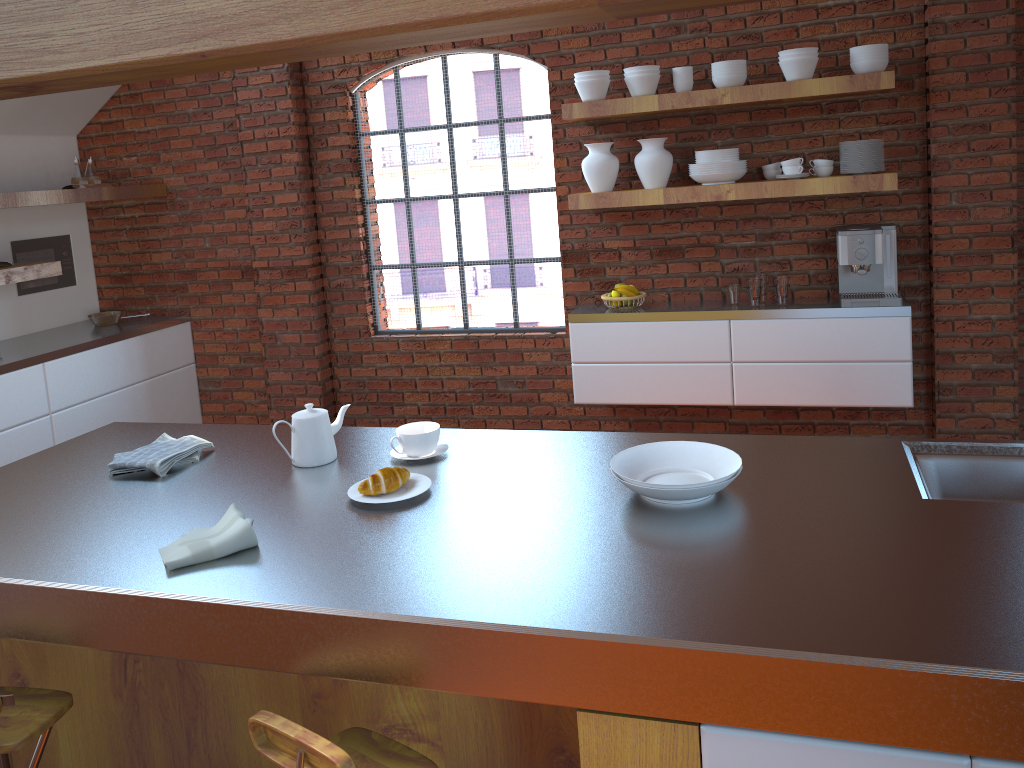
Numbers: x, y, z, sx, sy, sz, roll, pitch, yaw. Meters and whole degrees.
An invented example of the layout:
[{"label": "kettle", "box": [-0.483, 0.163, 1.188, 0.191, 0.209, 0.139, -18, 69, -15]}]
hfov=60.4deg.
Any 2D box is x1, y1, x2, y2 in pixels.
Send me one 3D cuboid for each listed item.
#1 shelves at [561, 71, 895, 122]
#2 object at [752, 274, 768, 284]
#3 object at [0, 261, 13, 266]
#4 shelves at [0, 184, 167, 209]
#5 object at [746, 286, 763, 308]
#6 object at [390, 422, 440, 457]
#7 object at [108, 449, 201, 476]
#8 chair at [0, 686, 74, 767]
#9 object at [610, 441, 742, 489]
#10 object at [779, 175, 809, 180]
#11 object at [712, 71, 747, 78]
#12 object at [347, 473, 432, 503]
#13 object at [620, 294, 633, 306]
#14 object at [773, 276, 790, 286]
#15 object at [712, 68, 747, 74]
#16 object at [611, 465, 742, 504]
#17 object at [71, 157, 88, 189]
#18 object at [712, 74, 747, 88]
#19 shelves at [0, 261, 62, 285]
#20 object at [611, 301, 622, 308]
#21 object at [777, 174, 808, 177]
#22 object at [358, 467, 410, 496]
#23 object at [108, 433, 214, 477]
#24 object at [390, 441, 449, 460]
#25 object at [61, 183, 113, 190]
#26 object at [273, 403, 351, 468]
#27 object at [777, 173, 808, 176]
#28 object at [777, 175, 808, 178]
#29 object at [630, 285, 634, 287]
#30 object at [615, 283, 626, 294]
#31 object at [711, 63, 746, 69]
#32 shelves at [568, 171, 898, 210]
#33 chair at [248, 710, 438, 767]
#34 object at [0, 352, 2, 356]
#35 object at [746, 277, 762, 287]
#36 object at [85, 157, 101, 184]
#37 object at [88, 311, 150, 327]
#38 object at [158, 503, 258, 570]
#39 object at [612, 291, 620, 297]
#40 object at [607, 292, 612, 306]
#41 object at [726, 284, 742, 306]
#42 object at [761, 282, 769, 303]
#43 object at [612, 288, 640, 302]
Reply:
[{"label": "shelves", "box": [1.030, -1.402, 4.321, 1.534, 0.075, 0.344, 0, 14, 18]}, {"label": "object", "box": [1.250, -0.496, 4.419, 0.079, 0.102, 0.078, -13, 12, -41]}, {"label": "object", "box": [-2.808, -0.631, 4.664, 0.223, 0.032, 0.199, 3, 15, 28]}, {"label": "shelves", "box": [-2.814, -0.987, 4.771, 0.654, 0.075, 2.020, 0, 14, 18]}, {"label": "object", "box": [1.193, -0.429, 4.320, 0.079, 0.102, 0.078, -13, 12, -41]}, {"label": "object", "box": [-0.249, 0.150, 2.312, 0.124, 0.068, 0.118, -4, 12, 3]}, {"label": "object", "box": [-0.988, 0.205, 2.444, 0.232, 0.026, 0.167, -8, 14, -16]}, {"label": "chair", "box": [-1.034, 0.896, 1.830, 0.338, 0.739, 0.344, -3, 8, 14]}, {"label": "object", "box": [0.358, 0.195, 1.922, 0.282, 0.054, 0.287, -7, 14, -9]}, {"label": "object", "box": [1.343, -0.985, 4.209, 0.155, 0.012, 0.156, -9, 14, -20]}, {"label": "object", "box": [1.056, -1.479, 4.273, 0.165, 0.060, 0.169, -2, 13, 13]}, {"label": "object", "box": [-0.283, 0.246, 2.047, 0.195, 0.013, 0.198, 7, 17, 38]}, {"label": "object", "box": [0.597, -0.441, 4.581, 0.078, 0.064, 0.076, -13, 14, -37]}, {"label": "object", "box": [1.318, -0.472, 4.296, 0.078, 0.102, 0.079, 1, 11, 30]}, {"label": "object", "box": [1.055, -1.492, 4.272, 0.165, 0.060, 0.169, -2, 13, 13]}, {"label": "object", "box": [0.359, 0.205, 1.923, 0.282, 0.054, 0.287, -7, 14, -9]}, {"label": "object", "box": [-2.595, -1.263, 5.264, 0.093, 0.188, 0.094, 0, 9, 31]}, {"label": "object", "box": [1.058, -1.462, 4.275, 0.165, 0.060, 0.169, -2, 13, 13]}, {"label": "shelves", "box": [-2.925, -0.498, 4.387, 0.654, 0.075, 1.089, 0, 14, 18]}, {"label": "object", "box": [0.542, -0.417, 4.563, 0.046, 0.045, 0.056, -12, 13, -37]}, {"label": "object", "box": [1.342, -0.994, 4.208, 0.155, 0.012, 0.156, -9, 14, -20]}, {"label": "object", "box": [-0.294, 0.222, 2.052, 0.062, 0.050, 0.140, 4, 15, 37]}, {"label": "object", "box": [-0.961, 0.194, 2.420, 0.164, 0.049, 0.237, 0, 14, 18]}, {"label": "object", "box": [-0.243, 0.179, 2.315, 0.156, 0.012, 0.155, -17, 18, -42]}, {"label": "object", "box": [-2.573, -1.195, 5.325, 0.194, 0.032, 0.228, 0, 14, 17]}, {"label": "object", "box": [-0.526, 0.127, 2.327, 0.118, 0.153, 0.201, 0, 12, 24]}, {"label": "object", "box": [1.342, -0.998, 4.207, 0.155, 0.012, 0.156, -9, 14, -20]}, {"label": "object", "box": [1.343, -0.989, 4.209, 0.155, 0.012, 0.156, -9, 14, -20]}, {"label": "object", "box": [0.625, -0.499, 4.630, 0.047, 0.045, 0.055, -10, 12, -29]}, {"label": "object", "box": [0.573, -0.499, 4.618, 0.068, 0.060, 0.071, 3, 13, 35]}, {"label": "object", "box": [1.053, -1.516, 4.269, 0.165, 0.060, 0.169, -2, 13, 13]}, {"label": "shelves", "box": [1.065, -0.959, 4.373, 1.534, 0.075, 0.344, 0, 14, 18]}, {"label": "chair", "box": [-0.246, 0.899, 1.567, 0.339, 0.739, 0.343, 2, 10, 38]}, {"label": "object", "box": [-2.792, -0.159, 4.573, 0.196, 0.060, 0.207, 7, 17, 40]}, {"label": "object", "box": [1.190, -0.466, 4.316, 0.079, 0.102, 0.078, -13, 12, -41]}, {"label": "object", "box": [-2.565, -1.290, 5.368, 0.094, 0.189, 0.094, -9, 9, -27]}, {"label": "object", "box": [-2.455, -0.408, 5.479, 0.348, 0.073, 0.198, -5, 13, -1]}, {"label": "object", "box": [-0.633, 0.304, 1.820, 0.197, 0.060, 0.207, -9, 14, -18]}, {"label": "object", "box": [0.540, -0.467, 4.569, 0.044, 0.052, 0.052, -3, 10, 7]}, {"label": "object", "box": [0.533, -0.446, 4.619, 0.074, 0.074, 0.074, -6, 10, -6]}, {"label": "object", "box": [1.118, -0.447, 4.424, 0.078, 0.102, 0.079, -6, 9, -11]}, {"label": "object", "box": [1.253, -0.458, 4.423, 0.079, 0.102, 0.078, -13, 12, -41]}, {"label": "object", "box": [0.605, -0.455, 4.542, 0.178, 0.093, 0.064, -13, 12, -34]}]
